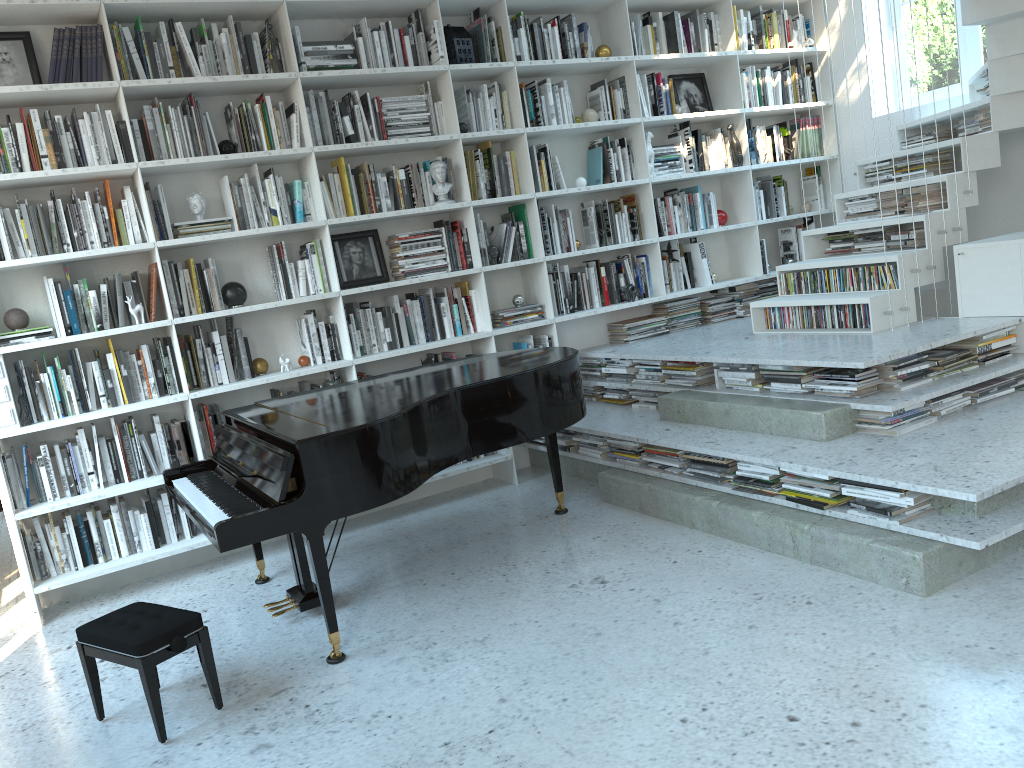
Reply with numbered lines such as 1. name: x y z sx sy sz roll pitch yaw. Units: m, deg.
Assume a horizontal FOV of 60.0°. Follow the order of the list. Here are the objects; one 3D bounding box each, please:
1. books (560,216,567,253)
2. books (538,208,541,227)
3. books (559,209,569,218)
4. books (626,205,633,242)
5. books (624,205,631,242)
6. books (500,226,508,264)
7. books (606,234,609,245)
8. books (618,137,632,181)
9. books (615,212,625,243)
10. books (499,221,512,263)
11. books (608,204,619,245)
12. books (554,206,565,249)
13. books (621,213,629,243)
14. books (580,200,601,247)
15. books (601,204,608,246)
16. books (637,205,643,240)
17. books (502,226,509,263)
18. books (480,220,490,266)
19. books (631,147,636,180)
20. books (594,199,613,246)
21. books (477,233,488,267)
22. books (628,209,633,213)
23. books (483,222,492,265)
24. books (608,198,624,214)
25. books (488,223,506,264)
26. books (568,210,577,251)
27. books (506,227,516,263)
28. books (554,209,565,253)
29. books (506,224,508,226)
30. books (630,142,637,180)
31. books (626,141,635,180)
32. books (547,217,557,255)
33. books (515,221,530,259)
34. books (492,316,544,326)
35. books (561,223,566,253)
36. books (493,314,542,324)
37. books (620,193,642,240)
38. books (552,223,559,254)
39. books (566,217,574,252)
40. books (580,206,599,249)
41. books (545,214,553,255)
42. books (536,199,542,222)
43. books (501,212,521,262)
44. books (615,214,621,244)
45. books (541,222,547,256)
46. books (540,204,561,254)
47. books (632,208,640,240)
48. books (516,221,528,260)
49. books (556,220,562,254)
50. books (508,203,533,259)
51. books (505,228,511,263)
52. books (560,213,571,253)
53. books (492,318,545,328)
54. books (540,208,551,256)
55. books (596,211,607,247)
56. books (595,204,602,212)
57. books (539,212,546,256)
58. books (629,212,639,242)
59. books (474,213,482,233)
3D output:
1. books: 0.284 -0.915 5.467 0.008 0.223 0.133 -14 10 -27
2. books: 0.132 -0.914 5.373 0.018 0.296 0.177 -14 10 -27
3. books: 0.319 -0.942 5.475 0.014 0.261 0.141 -14 10 -27
4. books: 0.709 -1.022 5.684 0.021 0.232 0.155 -14 10 -27
5. books: 0.685 -1.013 5.657 0.018 0.230 0.181 -14 10 -27
6. books: -0.087 -0.814 5.249 0.089 0.210 0.175 -14 10 -27
7. books: 0.553 -0.976 5.624 0.031 0.209 0.122 -14 10 -27
8. books: 0.680 -1.405 5.617 0.012 0.274 0.183 -14 10 -27
9. books: 0.651 -0.987 5.643 0.015 0.195 0.175 -14 10 -27
10. books: -0.060 -0.839 5.278 0.094 0.239 0.149 -14 10 -27
11. books: 0.600 -1.002 5.603 0.018 0.251 0.184 -14 10 -27
12. books: 0.262 -0.942 5.453 0.006 0.285 0.159 -14 10 -27
13. books: 0.669 -0.985 5.648 0.019 0.183 0.190 -14 10 -27
14. books: 0.494 -1.002 5.585 0.016 0.290 0.131 -14 10 -27
15. books: 0.541 -0.995 5.594 0.008 0.259 0.158 -14 10 -27
16. books: 0.786 -1.037 5.733 0.009 0.224 0.146 -14 10 -27
17. books: -0.071 -0.821 5.275 0.090 0.212 0.143 -14 10 -27
18. books: -0.195 -0.823 5.214 0.012 0.266 0.157 -14 10 -27
19. books: 0.723 -1.387 5.663 0.023 0.212 0.164 -14 10 -27
20. books: 0.574 -1.017 5.618 0.007 0.285 0.159 -14 10 -27
21. books: -0.205 -0.779 5.184 0.027 0.192 0.182 -14 10 -27
22. books: 0.740 -1.016 5.704 0.016 0.205 0.141 -14 10 -27
23. books: -0.173 -0.819 5.227 0.035 0.249 0.140 -14 10 -27
24. books: 0.670 -1.032 5.649 0.006 0.275 0.172 -14 10 -27
25. books: -0.101 -0.819 5.235 0.095 0.229 0.190 -14 10 -27
26. books: 0.331 -0.940 5.483 0.013 0.252 0.172 -14 10 -27
27. books: -0.041 -0.824 5.287 0.091 0.205 0.169 -14 10 -27
28. books: 0.253 -0.928 5.432 0.012 0.267 0.183 -14 10 -27
29. books: -0.084 -0.826 5.273 0.095 0.226 0.144 -14 10 -27
30. books: 0.739 -1.406 5.660 0.010 0.246 0.158 -14 10 -27
31. books: 0.713 -1.403 5.639 0.011 0.253 0.169 -14 10 -27
32. books: 0.201 -0.893 5.393 0.011 0.227 0.188 -14 10 -27
33. books: 0.043 -0.857 5.325 0.021 0.227 0.148 -14 10 -27
34. books: 0.030 -0.378 5.299 0.285 0.012 0.159 -13 9 -22
35. books: 0.279 -0.892 5.465 0.013 0.179 0.140 -14 10 -27
36. books: 0.029 -0.390 5.294 0.254 0.012 0.160 -12 9 -21
37. books: 0.762 -1.064 5.693 0.007 0.296 0.162 -14 10 -27
38. books: 0.222 -0.879 5.414 0.013 0.187 0.183 -14 10 -27
39. books: 0.314 -0.913 5.469 0.014 0.208 0.180 -14 10 -27
40. books: 0.489 -0.979 5.569 0.019 0.252 0.130 -14 10 -27
41. books: 0.184 -0.902 5.395 0.013 0.249 0.165 -14 10 -27
42. books: 0.148 -0.944 5.397 0.007 0.342 0.149 -14 10 -27
43. books: -0.006 -0.877 5.308 0.013 0.286 0.138 -14 10 -27
44. books: 0.622 -0.972 5.616 0.018 0.182 0.182 -14 10 -27
45. books: 0.155 -0.874 5.395 0.013 0.205 0.154 -14 10 -27
46. books: 0.226 -0.936 5.410 0.014 0.297 0.175 -14 10 -27
47. books: 0.757 -1.018 5.702 0.013 0.204 0.158 -14 10 -27
48. books: 0.027 -0.850 5.304 0.029 0.223 0.171 -14 10 -27
49. books: 0.243 -0.895 5.441 0.013 0.203 0.167 -14 10 -27
50. books: 0.052 -0.909 5.323 0.014 0.325 0.182 -14 10 -27
51. books: -0.058 -0.827 5.290 0.090 0.215 0.139 -14 10 -27
52. books: 0.297 -0.925 5.463 0.015 0.239 0.176 -14 10 -27
53. books: 0.034 -0.366 5.296 0.285 0.012 0.159 -13 9 -24
54. books: 0.175 -0.917 5.386 0.005 0.284 0.159 -14 10 -27
55. books: 0.527 -0.968 5.573 0.015 0.216 0.177 -14 10 -27
56. books: 0.530 -0.994 5.589 0.015 0.262 0.149 -14 10 -27
57. books: 0.144 -0.910 5.378 0.006 0.282 0.155 -14 10 -27
58. books: 0.742 -0.999 5.674 0.016 0.181 0.189 -14 10 -27
59. books: -0.204 -0.840 5.197 0.013 0.307 0.141 -14 10 -27
